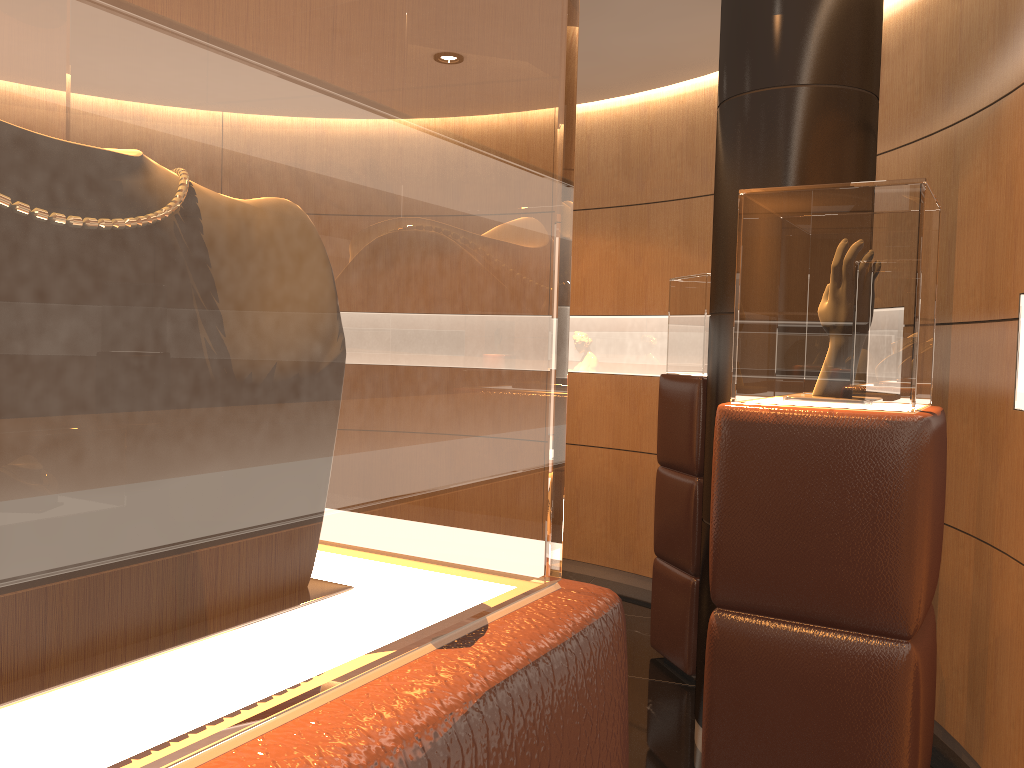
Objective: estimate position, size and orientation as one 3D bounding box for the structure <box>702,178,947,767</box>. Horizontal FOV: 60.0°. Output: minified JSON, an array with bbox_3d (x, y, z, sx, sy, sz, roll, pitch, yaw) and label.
[{"bbox_3d":[0.775,0.548,2.190,0.498,2.000,0.484,3,3,29],"label":"structure"}]

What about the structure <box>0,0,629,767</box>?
[{"bbox_3d":[-0.262,0.577,0.384,0.498,1.968,0.484,3,3,29],"label":"structure"}]

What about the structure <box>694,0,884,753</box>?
[{"bbox_3d":[1.109,-0.216,3.579,0.613,3.430,0.613,3,3,34],"label":"structure"}]

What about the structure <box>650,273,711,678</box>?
[{"bbox_3d":[1.044,0.456,4.568,0.484,2.000,0.498,1,2,-16],"label":"structure"}]
